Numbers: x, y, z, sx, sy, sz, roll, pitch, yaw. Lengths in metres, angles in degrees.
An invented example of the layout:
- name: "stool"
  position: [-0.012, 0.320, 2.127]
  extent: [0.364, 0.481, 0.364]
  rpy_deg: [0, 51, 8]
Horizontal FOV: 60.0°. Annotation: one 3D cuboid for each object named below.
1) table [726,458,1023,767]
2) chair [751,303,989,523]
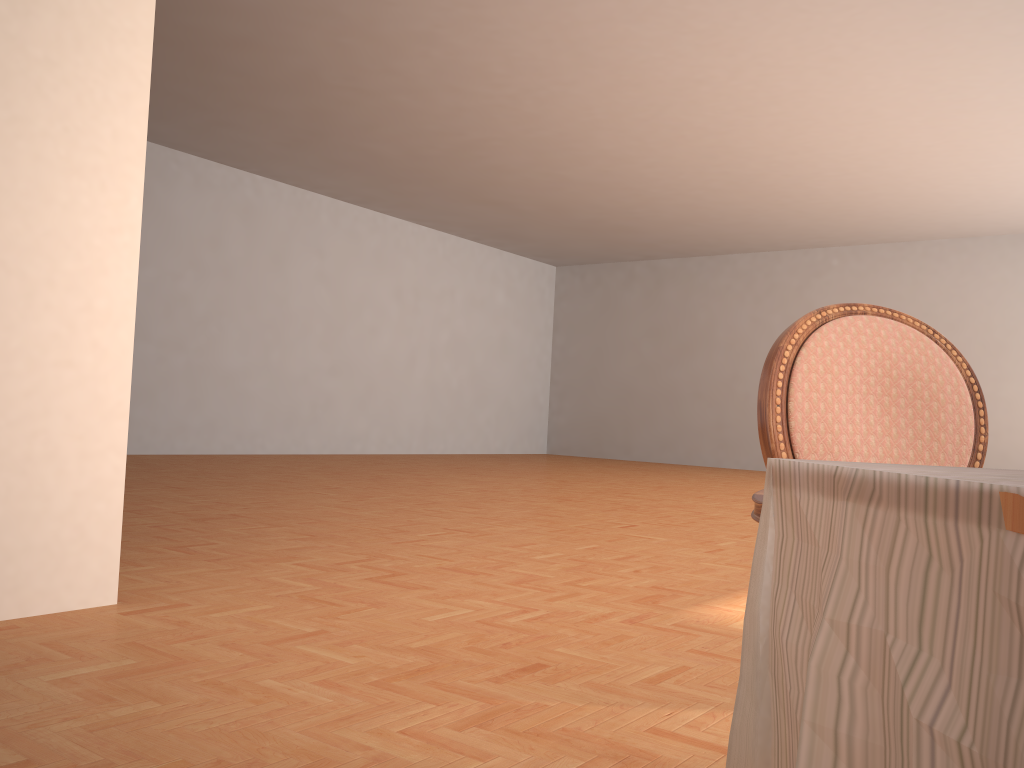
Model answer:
- name: "table"
  position: [0.680, 0.423, 0.568]
  extent: [0.831, 0.677, 0.829]
  rpy_deg: [3, -2, -9]
- name: "chair"
  position: [0.607, 0.319, 1.241]
  extent: [0.521, 0.931, 0.593]
  rpy_deg: [3, -2, -9]
